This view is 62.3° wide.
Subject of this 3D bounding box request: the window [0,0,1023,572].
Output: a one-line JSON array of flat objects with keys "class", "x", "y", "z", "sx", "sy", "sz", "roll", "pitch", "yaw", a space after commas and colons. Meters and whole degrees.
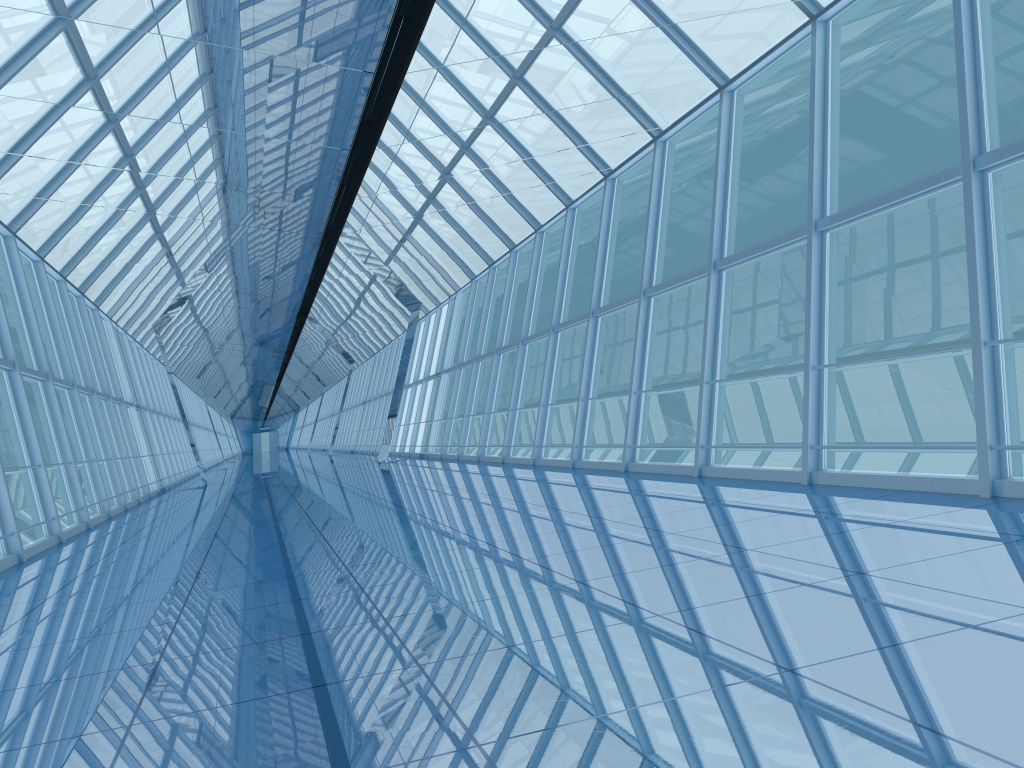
[{"class": "window", "x": -13.779, "y": 1.925, "z": 49.160, "sx": 9.979, "sy": 4.962, "sz": 104.449, "roll": -5, "pitch": -2, "yaw": -17}]
